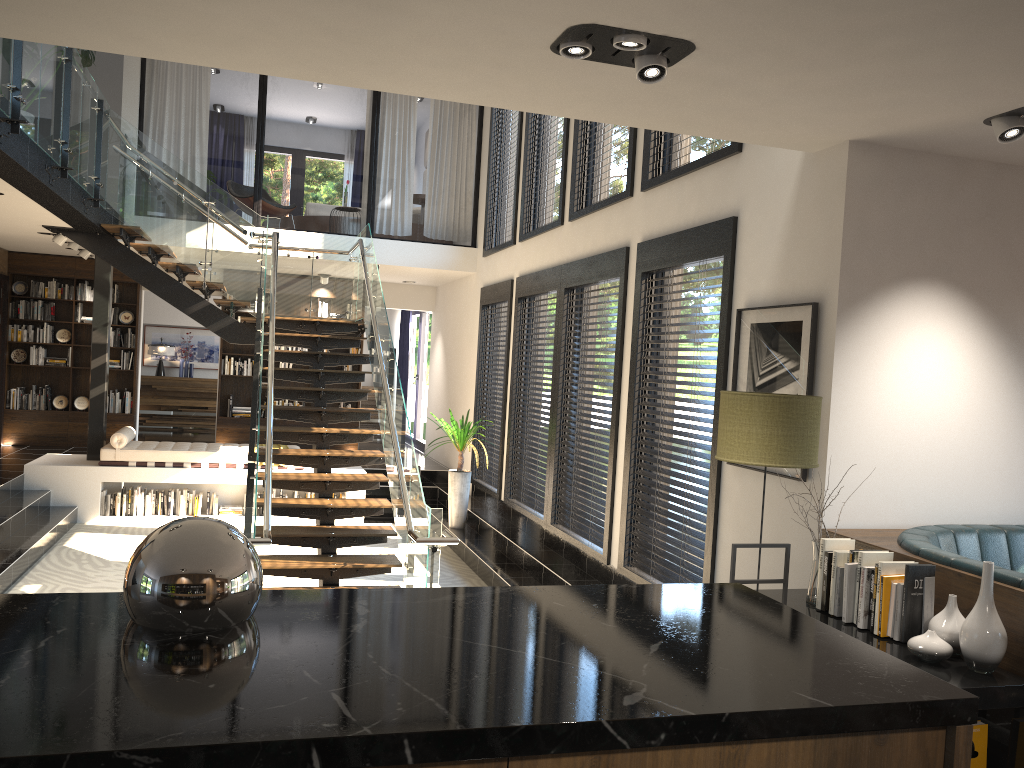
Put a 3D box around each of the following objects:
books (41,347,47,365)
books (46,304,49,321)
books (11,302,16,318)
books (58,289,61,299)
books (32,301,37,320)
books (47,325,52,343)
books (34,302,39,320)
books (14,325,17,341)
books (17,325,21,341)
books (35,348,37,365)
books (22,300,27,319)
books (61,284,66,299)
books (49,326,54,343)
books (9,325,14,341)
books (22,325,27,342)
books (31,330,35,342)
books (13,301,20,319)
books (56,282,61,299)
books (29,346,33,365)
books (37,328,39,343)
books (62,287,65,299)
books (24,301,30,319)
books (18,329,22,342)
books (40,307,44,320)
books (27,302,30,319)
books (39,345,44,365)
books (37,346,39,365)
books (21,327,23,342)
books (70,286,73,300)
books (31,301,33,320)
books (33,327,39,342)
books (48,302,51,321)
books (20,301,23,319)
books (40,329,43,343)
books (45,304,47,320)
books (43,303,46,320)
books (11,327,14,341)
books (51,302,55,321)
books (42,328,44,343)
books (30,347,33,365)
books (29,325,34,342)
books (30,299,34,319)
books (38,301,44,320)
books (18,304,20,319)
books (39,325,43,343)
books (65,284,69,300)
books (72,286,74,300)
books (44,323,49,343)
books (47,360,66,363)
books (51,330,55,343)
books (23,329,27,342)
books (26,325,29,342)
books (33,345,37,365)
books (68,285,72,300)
[{"bbox_3d":[-6.618,-0.390,12.541,0.030,0.253,0.138,3,2,-16],"label":"books"},{"bbox_3d":[-6.543,-1.013,12.523,0.024,0.243,0.144,3,2,-16],"label":"books"},{"bbox_3d":[-6.967,-1.029,12.390,0.023,0.231,0.143,3,2,-16],"label":"books"},{"bbox_3d":[-6.403,-1.274,12.579,0.040,0.149,0.125,3,2,-16],"label":"books"},{"bbox_3d":[-6.704,-1.032,12.449,0.019,0.264,0.175,3,2,-16],"label":"books"},{"bbox_3d":[-6.535,-0.706,12.529,0.021,0.260,0.197,3,2,-16],"label":"books"},{"bbox_3d":[-6.687,-1.027,12.482,0.032,0.255,0.160,3,2,-16],"label":"books"},{"bbox_3d":[-6.930,-0.714,12.402,0.022,0.235,0.194,3,2,-16],"label":"books"},{"bbox_3d":[-6.924,-0.713,12.453,0.018,0.232,0.123,3,2,-16],"label":"books"},{"bbox_3d":[-6.700,-0.390,12.513,0.032,0.245,0.120,3,2,-16],"label":"books"},{"bbox_3d":[-6.821,-1.040,12.421,0.022,0.267,0.197,3,2,-16],"label":"books"},{"bbox_3d":[-6.364,-1.306,12.578,0.030,0.217,0.165,3,2,-16],"label":"books"},{"bbox_3d":[-6.520,-0.698,12.556,0.023,0.245,0.133,3,2,-16],"label":"books"},{"bbox_3d":[-7.009,-0.713,12.416,0.030,0.224,0.165,3,2,-16],"label":"books"},{"bbox_3d":[-6.852,-0.711,12.469,0.019,0.236,0.139,3,2,-16],"label":"books"},{"bbox_3d":[-6.733,-0.670,12.483,0.026,0.167,0.173,3,2,-16],"label":"books"},{"bbox_3d":[-6.929,-1.040,12.421,0.066,0.255,0.127,3,2,-16],"label":"books"},{"bbox_3d":[-6.423,-1.318,12.549,0.020,0.235,0.206,3,2,-16],"label":"books"},{"bbox_3d":[-6.768,-0.403,12.492,0.020,0.264,0.152,3,2,-16],"label":"books"},{"bbox_3d":[-6.654,-0.685,12.477,0.016,0.206,0.204,3,2,-16],"label":"books"},{"bbox_3d":[-6.328,-1.281,12.556,0.029,0.172,0.187,3,2,-16],"label":"books"},{"bbox_3d":[-6.799,-1.035,12.433,0.027,0.261,0.181,3,2,-16],"label":"books"},{"bbox_3d":[-6.894,-0.680,12.443,0.037,0.169,0.148,3,2,-16],"label":"books"},{"bbox_3d":[-6.600,-0.989,12.478,0.025,0.188,0.181,3,2,-16],"label":"books"},{"bbox_3d":[-6.763,-1.024,12.423,0.039,0.243,0.179,3,2,-16],"label":"books"},{"bbox_3d":[-6.642,-0.403,12.514,0.032,0.279,0.133,3,2,-16],"label":"books"},{"bbox_3d":[-6.671,-0.398,12.514,0.024,0.265,0.147,3,2,-16],"label":"books"},{"bbox_3d":[-6.872,-0.699,12.471,0.018,0.208,0.126,3,2,-16],"label":"books"},{"bbox_3d":[-6.238,-1.292,12.579,0.023,0.202,0.201,3,2,-16],"label":"books"},{"bbox_3d":[-6.728,-1.029,12.462,0.018,0.256,0.172,3,2,-16],"label":"books"},{"bbox_3d":[-6.696,-0.693,12.501,0.053,0.216,0.151,3,2,-16],"label":"books"},{"bbox_3d":[-6.520,-1.023,12.534,0.025,0.263,0.147,3,2,-16],"label":"books"},{"bbox_3d":[-6.849,-1.035,12.417,0.035,0.255,0.183,3,2,-16],"label":"books"},{"bbox_3d":[-6.619,-0.677,12.503,0.025,0.194,0.172,3,2,-16],"label":"books"},{"bbox_3d":[-6.560,-1.008,12.513,0.014,0.230,0.172,3,2,-16],"label":"books"},{"bbox_3d":[-6.584,-1.015,12.519,0.028,0.240,0.148,3,2,-16],"label":"books"},{"bbox_3d":[-6.972,-0.695,12.422,0.045,0.192,0.164,3,2,-16],"label":"books"},{"bbox_3d":[-6.491,-1.023,12.543,0.035,0.267,0.133,3,2,-16],"label":"books"},{"bbox_3d":[-6.600,-0.687,12.533,0.027,0.214,0.159,3,2,-16],"label":"books"},{"bbox_3d":[-6.735,-0.397,12.464,0.026,0.257,0.192,3,2,-16],"label":"books"},{"bbox_3d":[-6.752,-0.706,12.462,0.026,0.237,0.164,3,2,-16],"label":"books"},{"bbox_3d":[-6.744,-1.046,12.459,0.015,0.288,0.154,3,2,-16],"label":"books"},{"bbox_3d":[-6.628,-1.033,12.480,0.033,0.273,0.189,3,2,-16],"label":"books"},{"bbox_3d":[-6.880,-1.011,12.410,0.025,0.204,0.192,3,2,-16],"label":"books"},{"bbox_3d":[-6.643,-0.704,12.507,0.020,0.243,0.154,3,2,-16],"label":"books"},{"bbox_3d":[-6.305,-1.300,12.581,0.027,0.212,0.180,3,2,-16],"label":"books"},{"bbox_3d":[-6.224,-1.287,12.618,0.024,0.194,0.182,3,2,-16],"label":"books"},{"bbox_3d":[-6.570,-0.720,12.515,0.018,0.284,0.197,3,2,-16],"label":"books"},{"bbox_3d":[-6.460,-0.324,12.582,0.244,0.033,0.142,3,1,-20],"label":"books"},{"bbox_3d":[-6.501,-0.665,12.553,0.015,0.181,0.136,3,2,-16],"label":"books"},{"bbox_3d":[-6.819,-0.681,12.450,0.035,0.181,0.164,3,2,-16],"label":"books"},{"bbox_3d":[-6.788,-0.707,12.473,0.036,0.235,0.169,3,2,-16],"label":"books"},{"bbox_3d":[-6.716,-0.405,12.481,0.018,0.275,0.144,3,2,-16],"label":"books"},{"bbox_3d":[-6.271,-1.299,12.584,0.039,0.212,0.171,3,2,-16],"label":"books"}]
